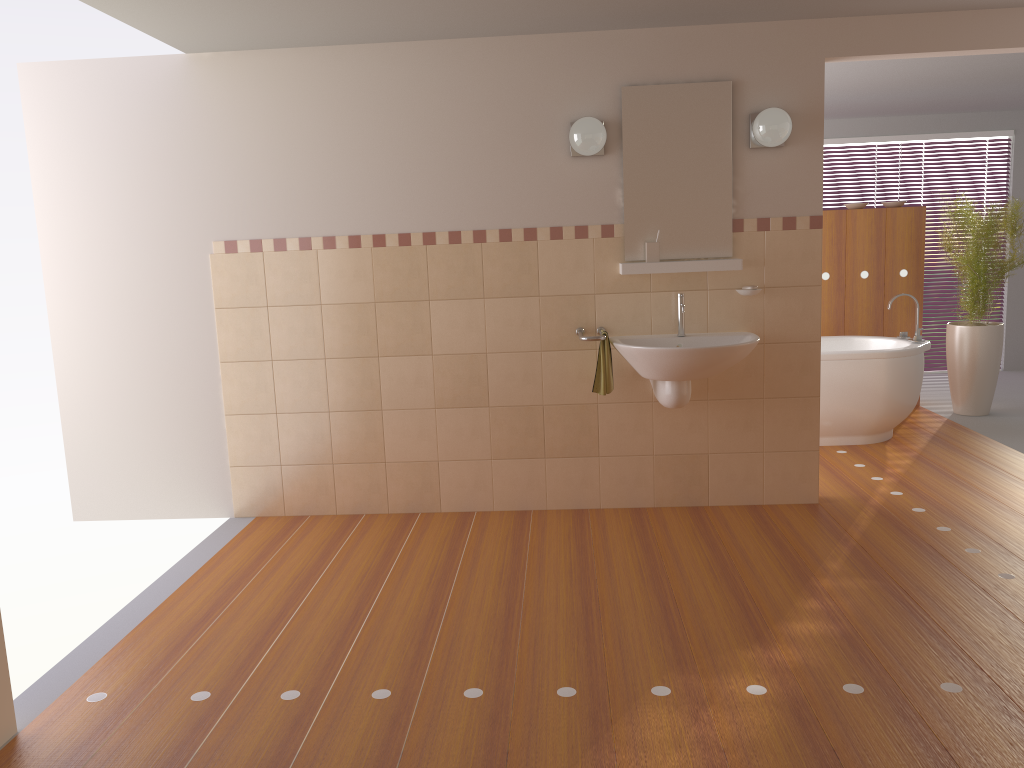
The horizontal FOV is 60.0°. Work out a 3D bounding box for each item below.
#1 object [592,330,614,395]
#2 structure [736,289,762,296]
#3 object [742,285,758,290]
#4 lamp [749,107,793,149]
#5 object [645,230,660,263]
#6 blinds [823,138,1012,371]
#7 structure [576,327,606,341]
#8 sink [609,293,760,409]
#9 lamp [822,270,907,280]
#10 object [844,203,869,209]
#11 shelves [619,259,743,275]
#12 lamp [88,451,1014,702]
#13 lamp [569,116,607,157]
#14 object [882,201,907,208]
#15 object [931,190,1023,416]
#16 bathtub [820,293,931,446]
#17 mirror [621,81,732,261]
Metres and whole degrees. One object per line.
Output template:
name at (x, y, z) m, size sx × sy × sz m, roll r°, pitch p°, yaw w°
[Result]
object at (0.433, -0.102, 4.137) m, size 0.085 × 0.306 × 0.181 m, roll 1°, pitch 10°, yaw 19°
structure at (1.119, -0.430, 4.174) m, size 0.117 × 0.029 × 0.092 m, roll -2°, pitch 9°, yaw 3°
object at (1.119, -0.452, 4.171) m, size 0.050 × 0.023 × 0.075 m, roll -8°, pitch 11°, yaw -31°
lamp at (1.169, -1.154, 3.996) m, size 0.173 × 0.173 × 0.209 m, roll -2°, pitch 9°, yaw 3°
object at (0.656, -0.642, 4.135) m, size 0.063 × 0.149 × 0.073 m, roll -2°, pitch 9°, yaw 3°
blinds at (2.024, -1.062, 8.000) m, size 4.712 × 2.022 × 0.032 m, roll -2°, pitch 9°, yaw 3°
structure at (0.371, -0.227, 4.125) m, size 0.142 × 0.042 × 0.333 m, roll -2°, pitch 9°, yaw 3°
sink at (0.791, -0.141, 4.014) m, size 0.683 × 0.516 × 0.539 m, roll -2°, pitch 9°, yaw 3°
lamp at (2.298, -0.790, 6.497) m, size 1.169 × 0.052 × 0.001 m, roll -2°, pitch 9°, yaw 3°
object at (2.535, -1.306, 6.535) m, size 0.173 × 0.046 × 0.173 m, roll -2°, pitch 9°, yaw 3°
shelves at (0.786, -0.550, 4.150) m, size 0.554 × 0.050 × 0.138 m, roll -2°, pitch 9°, yaw 3°
lamp at (0.355, 0.687, 4.038) m, size 3.173 × 0.001 × 2.893 m, roll -2°, pitch 9°, yaw 3°
lamp at (0.345, -1.128, 4.045) m, size 0.173 × 0.173 × 0.209 m, roll -2°, pitch 9°, yaw 3°
object at (2.806, -1.315, 6.519) m, size 0.173 × 0.046 × 0.173 m, roll -2°, pitch 9°, yaw 3°
object at (3.307, -0.555, 6.106) m, size 0.683 × 1.557 × 1.335 m, roll 4°, pitch 11°, yaw 35°
bathtub at (1.766, -0.110, 5.807) m, size 1.874 × 0.900 × 0.888 m, roll -2°, pitch 9°, yaw 3°
mirror at (0.771, -0.985, 4.133) m, size 0.502 × 0.799 × 0.008 m, roll -2°, pitch 9°, yaw 3°
